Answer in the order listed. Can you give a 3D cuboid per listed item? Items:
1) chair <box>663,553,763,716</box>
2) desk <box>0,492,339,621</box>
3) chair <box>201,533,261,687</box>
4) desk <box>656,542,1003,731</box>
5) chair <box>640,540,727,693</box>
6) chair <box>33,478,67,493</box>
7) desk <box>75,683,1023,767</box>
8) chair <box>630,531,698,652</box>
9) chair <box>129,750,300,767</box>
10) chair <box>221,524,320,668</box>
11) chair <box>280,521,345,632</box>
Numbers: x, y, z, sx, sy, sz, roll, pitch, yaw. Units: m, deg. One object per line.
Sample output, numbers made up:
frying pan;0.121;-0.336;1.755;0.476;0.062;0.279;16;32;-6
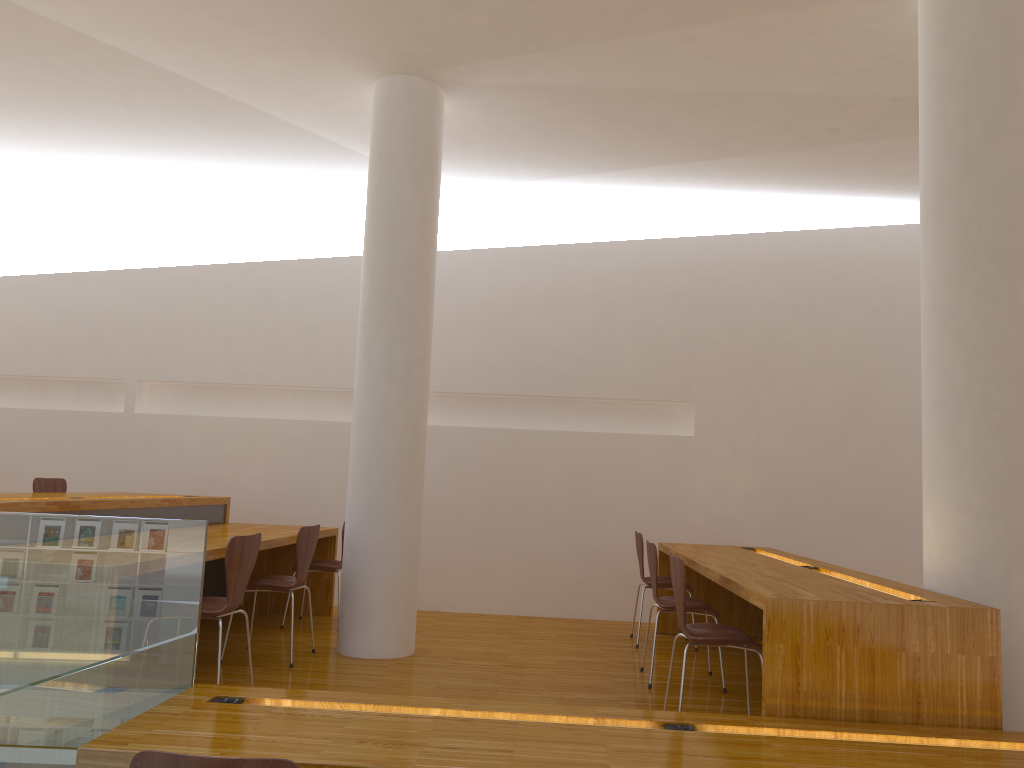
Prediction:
chair;0.824;1.049;3.570;0.381;0.693;0.428;2;-7;3
desk;-2.070;1.000;4.642;1.527;0.785;3.243;2;-7;3
chair;-1.296;0.967;3.687;0.381;0.693;0.428;2;-7;3
desk;1.294;1.217;4.481;0.760;0.606;3.185;2;-7;3
chair;0.873;1.165;4.533;0.381;0.693;0.428;2;-7;3
chair;-2.933;0.978;5.877;0.381;0.693;0.428;2;-7;3
desk;0.493;1.328;2.498;3.185;0.606;0.760;2;-7;3
chair;0.967;1.300;5.640;0.381;0.693;0.428;2;-7;3
chair;-0.659;1.179;2.082;0.428;0.693;0.381;2;-7;3
chair;-1.248;1.083;4.650;0.381;0.693;0.428;2;-7;3
chair;-1.229;1.215;5.762;0.381;0.693;0.428;2;-7;3
